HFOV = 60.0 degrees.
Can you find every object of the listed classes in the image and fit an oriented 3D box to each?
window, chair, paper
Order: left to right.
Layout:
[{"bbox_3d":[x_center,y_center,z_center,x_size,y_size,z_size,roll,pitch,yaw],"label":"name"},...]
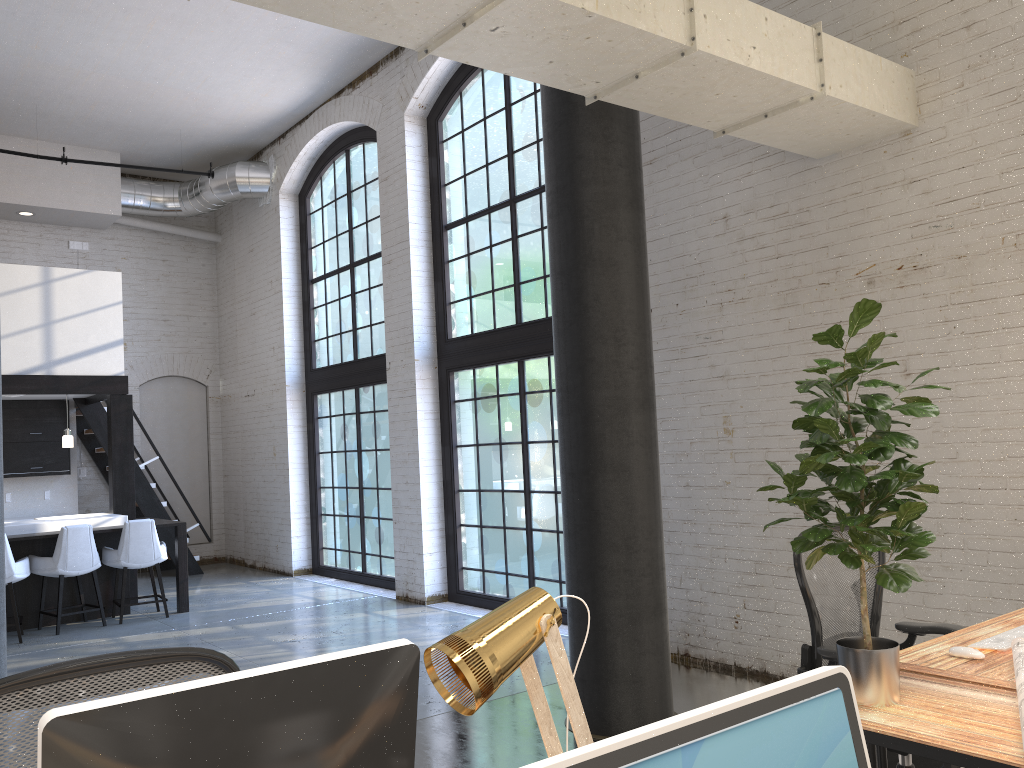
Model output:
[{"bbox_3d":[-4.461,1.764,7.600,0.579,0.983,0.502,-1,-4,-26],"label":"chair"},{"bbox_3d":[-4.037,1.776,8.096,0.502,0.983,0.579,-6,-4,44],"label":"chair"},{"bbox_3d":[-3.572,1.778,8.461,0.579,0.983,0.502,-1,-4,-31],"label":"chair"},{"bbox_3d":[-0.663,1.084,1.628,0.793,1.085,0.770,-5,-4,36],"label":"chair"},{"bbox_3d":[-1.770,-0.291,10.105,0.138,5.175,2.493,-1,-4,-38],"label":"window"},{"bbox_3d":[0.066,-0.541,7.726,0.138,5.175,2.493,-1,-4,-38],"label":"window"},{"bbox_3d":[1.444,1.071,3.288,0.793,1.085,0.770,-5,-4,36],"label":"chair"},{"bbox_3d":[1.322,0.780,2.259,0.083,0.082,1.134,-5,-4,27],"label":"paper"}]

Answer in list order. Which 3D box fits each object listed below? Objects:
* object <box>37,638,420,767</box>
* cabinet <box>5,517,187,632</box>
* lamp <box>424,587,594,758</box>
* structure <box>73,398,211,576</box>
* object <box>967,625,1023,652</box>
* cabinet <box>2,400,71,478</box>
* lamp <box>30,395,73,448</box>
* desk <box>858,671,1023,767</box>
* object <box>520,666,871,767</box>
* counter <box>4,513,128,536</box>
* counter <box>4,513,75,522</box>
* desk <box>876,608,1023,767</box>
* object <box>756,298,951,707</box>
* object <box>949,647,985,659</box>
[{"bbox_3d":[-0.322,0.606,1.119,0.483,0.485,0.190,0,-4,-38],"label":"object"},{"bbox_3d":[-4.645,1.860,8.376,2.691,0.909,1.371,0,-5,-38],"label":"cabinet"},{"bbox_3d":[0.023,0.585,1.498,0.344,0.469,0.128,0,-4,-37],"label":"lamp"},{"bbox_3d":[-4.899,0.937,11.449,1.662,3.183,0.930,0,-4,-38],"label":"structure"},{"bbox_3d":[1.681,0.843,2.958,0.439,0.017,0.119,0,-5,-38],"label":"object"},{"bbox_3d":[-5.929,1.199,8.076,4.231,2.313,4.279,0,-5,-38],"label":"cabinet"},{"bbox_3d":[-5.099,0.415,9.811,0.124,0.623,1.950,-1,-4,-37],"label":"lamp"},{"bbox_3d":[1.314,1.170,2.020,0.529,0.724,1.402,0,-4,-38],"label":"desk"},{"bbox_3d":[0.207,0.563,0.861,0.483,0.485,0.190,0,-4,-38],"label":"object"},{"bbox_3d":[-4.981,1.380,8.409,2.293,0.095,0.978,0,-5,-38],"label":"counter"},{"bbox_3d":[-6.683,1.555,9.062,4.238,0.045,1.711,0,-5,-38],"label":"counter"},{"bbox_3d":[1.824,1.207,2.955,1.401,0.724,0.530,0,-4,-38],"label":"desk"},{"bbox_3d":[0.948,0.314,2.442,0.439,1.076,0.514,-6,-4,43],"label":"object"},{"bbox_3d":[1.417,0.836,2.763,0.059,0.029,0.106,0,-5,-37],"label":"object"}]
